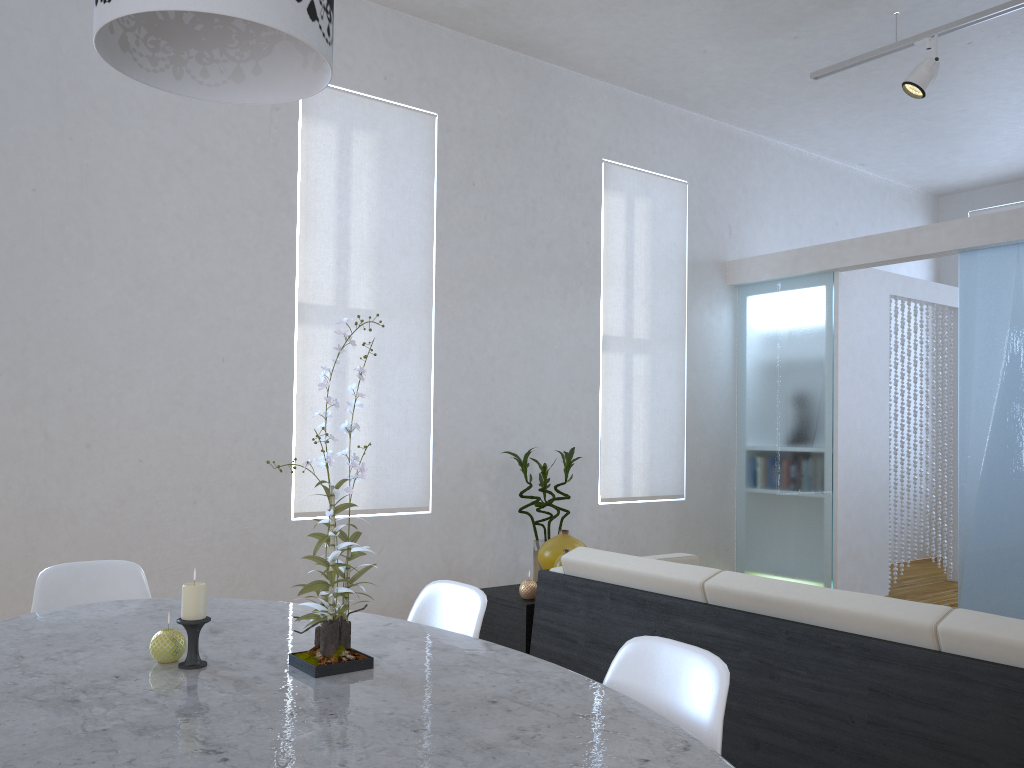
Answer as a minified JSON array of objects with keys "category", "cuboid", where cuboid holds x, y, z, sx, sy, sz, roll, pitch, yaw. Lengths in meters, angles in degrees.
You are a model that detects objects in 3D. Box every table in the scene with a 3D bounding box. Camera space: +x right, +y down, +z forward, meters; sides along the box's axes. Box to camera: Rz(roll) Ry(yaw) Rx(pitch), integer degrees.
[{"category":"table","cuboid":[-0.423,0.811,1.414,1.071,0.622,1.911,3,-4,-38]}]

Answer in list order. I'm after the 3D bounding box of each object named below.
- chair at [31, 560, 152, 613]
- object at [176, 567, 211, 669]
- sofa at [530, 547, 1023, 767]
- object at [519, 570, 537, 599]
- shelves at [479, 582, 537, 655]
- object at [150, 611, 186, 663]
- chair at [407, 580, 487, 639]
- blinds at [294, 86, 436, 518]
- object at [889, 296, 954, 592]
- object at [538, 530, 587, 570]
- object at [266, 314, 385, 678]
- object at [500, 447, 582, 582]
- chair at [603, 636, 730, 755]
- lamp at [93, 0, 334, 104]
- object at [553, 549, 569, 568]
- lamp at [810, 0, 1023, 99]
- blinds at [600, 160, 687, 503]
[{"category":"chair","cuboid":[-0.991,0.633,2.157,0.406,0.351,0.419,2,-3,-35]},{"category":"object","cuboid":[-0.573,0.419,1.596,0.059,0.176,0.059,0,-2,38]},{"category":"sofa","cuboid":[1.569,0.899,2.843,9.729,0.678,5.340,3,-4,-37]},{"category":"object","cuboid":[0.062,0.723,3.204,0.071,0.104,0.071,1,-2,-10]},{"category":"shelves","cuboid":[0.230,1.017,3.444,0.730,0.451,0.349,3,-3,-37]},{"category":"object","cuboid":[-0.631,0.462,1.626,0.062,0.091,0.063,0,-2,10]},{"category":"chair","cuboid":[-0.280,0.630,1.934,0.419,0.351,0.406,3,-3,-38]},{"category":"blinds","cuboid":[-0.723,-0.400,4.470,0.762,2.109,0.007,2,-2,-37]},{"category":"object","cuboid":[2.897,0.417,6.272,0.923,2.014,0.051,2,-2,-38]},{"category":"object","cuboid":[0.206,0.687,3.509,0.207,0.215,0.207,1,-2,4]},{"category":"object","cuboid":[-0.338,0.197,1.602,0.202,0.638,0.166,1,-1,-9]},{"category":"object","cuboid":[0.144,0.831,4.847,0.380,0.979,0.484,0,-2,25]},{"category":"chair","cuboid":[0.115,0.605,1.381,0.419,0.351,0.406,2,-3,-34]},{"category":"lamp","cuboid":[-0.511,-1.336,1.588,0.399,1.537,0.400,0,-2,19]},{"category":"object","cuboid":[0.203,0.705,3.338,0.095,0.160,0.096,1,-2,4]},{"category":"lamp","cuboid":[2.610,-1.694,3.683,0.205,0.486,3.119,2,-3,-40]},{"category":"blinds","cuboid":[0.853,-0.312,5.674,0.762,2.110,0.007,2,-2,-37]}]
